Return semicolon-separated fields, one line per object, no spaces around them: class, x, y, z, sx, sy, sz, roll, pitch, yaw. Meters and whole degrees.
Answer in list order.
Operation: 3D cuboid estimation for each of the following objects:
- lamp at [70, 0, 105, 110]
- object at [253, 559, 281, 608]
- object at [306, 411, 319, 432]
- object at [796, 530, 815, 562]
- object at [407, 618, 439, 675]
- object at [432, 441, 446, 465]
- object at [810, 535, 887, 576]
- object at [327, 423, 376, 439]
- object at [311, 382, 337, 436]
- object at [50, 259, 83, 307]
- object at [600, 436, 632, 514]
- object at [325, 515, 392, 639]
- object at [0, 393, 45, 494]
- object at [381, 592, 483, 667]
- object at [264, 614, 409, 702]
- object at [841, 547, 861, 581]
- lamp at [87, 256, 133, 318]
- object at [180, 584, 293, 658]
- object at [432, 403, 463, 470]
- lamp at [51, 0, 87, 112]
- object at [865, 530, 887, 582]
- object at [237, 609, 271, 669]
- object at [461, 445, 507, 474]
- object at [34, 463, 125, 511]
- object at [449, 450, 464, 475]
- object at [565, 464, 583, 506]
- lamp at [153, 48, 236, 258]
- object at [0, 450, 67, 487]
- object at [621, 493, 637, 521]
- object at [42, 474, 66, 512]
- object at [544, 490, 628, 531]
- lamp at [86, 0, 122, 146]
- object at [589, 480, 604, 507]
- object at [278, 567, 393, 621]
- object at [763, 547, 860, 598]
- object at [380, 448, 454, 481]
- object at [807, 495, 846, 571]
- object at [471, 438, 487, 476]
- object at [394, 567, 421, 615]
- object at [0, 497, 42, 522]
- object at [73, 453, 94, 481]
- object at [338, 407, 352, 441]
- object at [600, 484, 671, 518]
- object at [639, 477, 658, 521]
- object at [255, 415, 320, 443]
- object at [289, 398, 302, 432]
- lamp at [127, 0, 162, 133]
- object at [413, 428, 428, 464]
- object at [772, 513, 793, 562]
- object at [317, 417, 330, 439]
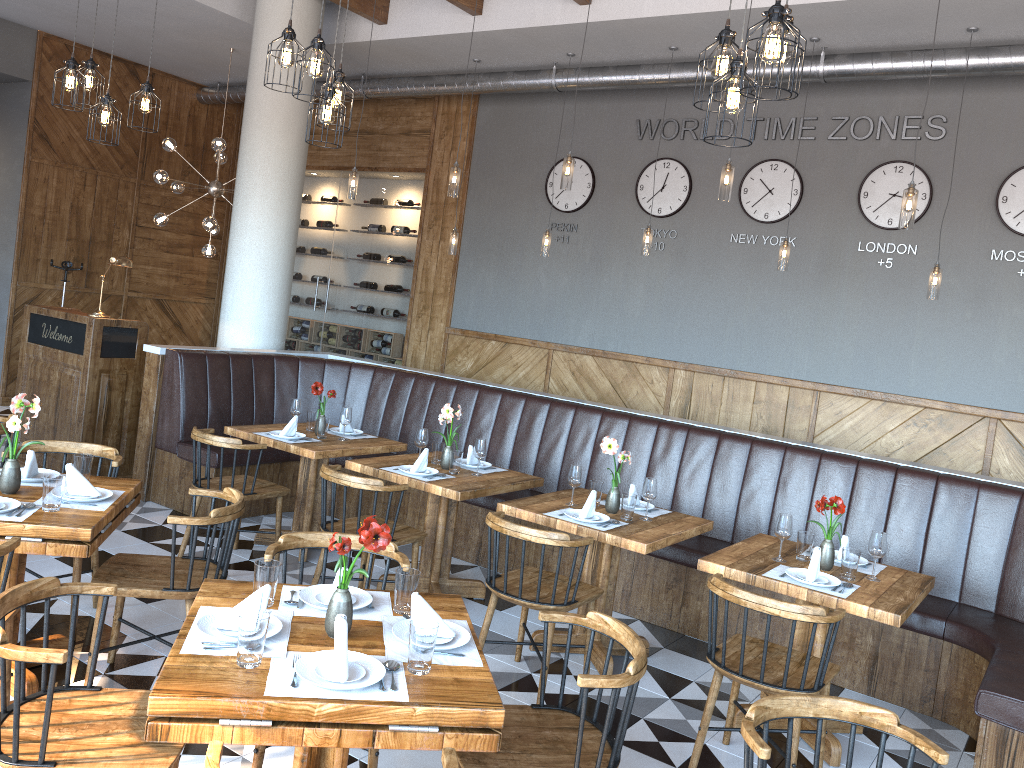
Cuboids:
lamp;-2.586;-2.793;5.614;0.175;2.067;0.175;7;2;-13
object;-0.755;0.612;2.712;0.080;0.132;0.080;10;4;39
object;-1.359;0.254;6.023;0.080;0.132;0.080;9;4;34
object;1.377;0.765;4.171;0.080;0.132;0.080;9;4;34
object;-0.243;0.707;2.379;0.080;0.132;0.080;5;4;-41
object;-0.453;0.423;5.410;0.080;0.132;0.080;9;4;34
object;1.601;0.784;4.256;0.353;0.137;0.271;10;5;34
object;-1.133;0.274;6.108;0.353;0.137;0.271;10;5;34
object;-1.282;0.163;5.895;0.171;0.354;0.156;9;3;27
object;-4.996;-0.532;9.778;0.374;1.655;0.376;6;3;-34
object;0.532;0.477;4.680;0.147;0.399;0.206;9;3;36
object;-0.445;0.555;2.538;0.171;0.354;0.156;7;3;-1
object;-1.990;0.243;3.590;0.146;0.399;0.207;5;4;-45
object;-0.234;0.686;2.607;0.272;0.137;0.353;7;5;-11
object;-0.442;0.686;2.290;0.351;0.137;0.273;6;4;-11
object;1.500;0.800;3.936;0.080;0.132;0.080;8;3;19
lamp;-3.129;-0.625;6.872;0.170;0.755;0.446;8;3;9
object;-0.756;0.628;2.495;0.272;0.137;0.353;7;5;-11
object;-0.385;0.309;5.268;0.207;0.399;0.146;10;4;41
lamp;-2.603;-2.721;5.408;0.175;2.067;0.175;6;3;-24
object;1.636;0.772;3.984;0.081;0.215;0.081;8;3;3
object;-0.672;0.659;2.286;0.080;0.132;0.080;10;4;39
object;-0.231;0.442;5.497;0.353;0.137;0.271;10;5;34
object;-1.766;0.401;3.640;0.272;0.137;0.353;7;5;-11
object;-0.330;0.459;5.175;0.080;0.132;0.080;8;3;19
object;0.332;0.540;4.735;0.081;0.215;0.081;7;3;-3
lamp;-3.054;-2.409;9.266;1.186;2.188;1.164;7;3;-5
object;-2.079;0.343;3.845;0.351;0.137;0.273;6;4;-11
object;0.596;0.632;4.548;0.080;0.132;0.080;10;4;39
object;-1.769;0.422;3.412;0.080;0.132;0.080;5;4;-41
object;0.380;0.610;4.450;0.353;0.137;0.271;10;5;34
lamp;-2.426;-2.529;5.494;0.175;2.067;0.175;7;2;-13
object;0.451;0.592;4.797;0.080;0.132;0.080;9;4;34
object;-0.548;0.628;2.812;0.351;0.137;0.273;6;4;-11
object;1.302;0.782;3.825;0.353;0.137;0.271;10;5;34
object;-0.531;0.440;5.066;0.353;0.137;0.271;10;5;34
object;1.422;0.671;4.019;0.156;0.354;0.171;9;3;36
object;-0.194;0.431;5.223;0.081;0.215;0.081;6;3;-25
object;-0.337;0.658;2.808;0.080;0.132;0.080;10;4;39
object;-1.974;0.400;3.324;0.351;0.137;0.273;6;4;-11
object;-1.864;0.374;3.842;0.080;0.132;0.080;5;4;-41
object;-1.100;0.262;5.837;0.081;0.215;0.081;6;3;-25
object;0.679;0.612;4.881;0.353;0.137;0.271;10;5;34
object;0.711;0.599;4.611;0.081;0.215;0.081;7;3;-3
object;-1.433;0.272;5.677;0.353;0.137;0.271;10;5;34
object;-1.456;0.207;5.945;0.081;0.215;0.081;9;3;25
lamp;-2.224;-2.645;5.608;0.175;2.067;0.175;10;3;44
object;-0.549;0.376;5.332;0.081;0.215;0.081;9;3;25
object;1.254;0.712;4.110;0.081;0.215;0.081;10;4;42
object;-1.236;0.290;5.788;0.080;0.132;0.080;8;3;19
